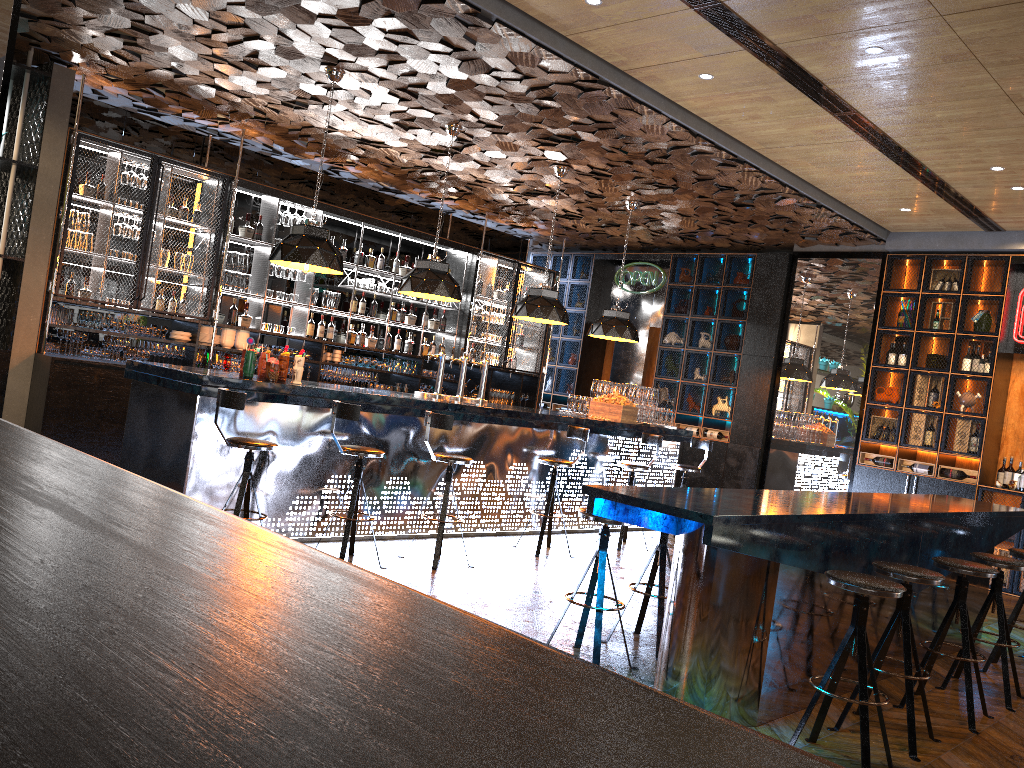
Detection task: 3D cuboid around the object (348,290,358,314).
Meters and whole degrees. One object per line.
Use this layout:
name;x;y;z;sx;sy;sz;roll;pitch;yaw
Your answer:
object;-1.884;-0.972;10.553;0.086;0.299;0.086;8;0;2

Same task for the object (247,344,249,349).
object;-2.869;-0.408;9.643;0.100;0.100;0.089;8;0;-39

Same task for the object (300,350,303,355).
object;-2.386;-0.337;9.967;0.095;0.096;0.095;8;0;44

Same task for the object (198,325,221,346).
object;-3.161;-0.499;9.154;0.300;0.195;0.306;8;0;45

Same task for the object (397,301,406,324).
object;-1.375;-0.891;11.085;0.083;0.282;0.083;8;0;44

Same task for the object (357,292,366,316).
object;-1.802;-0.962;10.676;0.086;0.298;0.086;8;0;2

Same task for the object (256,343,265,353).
object;-2.696;-0.383;9.487;0.100;0.100;0.089;8;0;-42

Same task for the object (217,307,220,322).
object;-3.115;-0.785;9.303;0.086;0.299;0.086;8;0;2

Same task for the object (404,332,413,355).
object;-1.301;-0.513;11.219;0.083;0.282;0.083;8;0;29

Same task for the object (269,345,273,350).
object;-2.689;-0.383;9.812;0.109;0.100;0.109;8;0;27

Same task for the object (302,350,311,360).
object;-2.294;-0.323;9.914;0.095;0.096;0.095;8;0;18

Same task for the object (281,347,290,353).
object;-2.500;-0.355;9.777;0.093;0.099;0.093;8;0;-30

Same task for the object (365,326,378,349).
object;-1.707;-0.570;10.770;0.123;0.279;0.123;8;0;-33

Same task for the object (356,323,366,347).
object;-1.811;-0.587;10.679;0.083;0.282;0.083;8;0;44

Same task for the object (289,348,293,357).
object;-2.474;-0.351;9.887;0.093;0.099;0.093;8;0;15

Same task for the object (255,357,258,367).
object;-2.794;-0.184;9.606;0.084;0.216;0.084;8;0;-34

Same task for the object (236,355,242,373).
object;-2.894;-0.196;9.440;0.082;0.213;0.082;8;0;23

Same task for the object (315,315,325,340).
object;-2.217;-0.655;10.292;0.086;0.298;0.086;8;0;2

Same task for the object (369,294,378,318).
object;-1.679;-0.943;10.766;0.086;0.297;0.086;8;0;2

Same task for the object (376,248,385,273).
object;-1.594;-1.507;10.784;0.086;0.298;0.086;8;0;2

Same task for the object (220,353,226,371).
object;-3.027;-0.216;9.303;0.082;0.213;0.082;8;0;36

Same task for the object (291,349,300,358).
object;-2.397;-0.340;9.818;0.093;0.099;0.093;8;0;-27

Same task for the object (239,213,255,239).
object;-2.822;-1.677;9.443;0.123;0.279;0.123;8;0;32

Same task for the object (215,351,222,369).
object;-3.052;-0.228;9.180;0.073;0.229;0.073;8;0;32

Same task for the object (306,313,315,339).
object;-2.306;-0.667;10.161;0.086;0.299;0.086;8;0;2

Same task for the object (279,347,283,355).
object;-2.577;-0.366;9.852;0.093;0.099;0.093;8;0;31

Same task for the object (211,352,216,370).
object;-3.155;-0.235;9.424;0.082;0.213;0.082;8;0;20

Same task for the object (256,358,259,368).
object;-2.702;-0.170;9.510;0.084;0.216;0.084;8;0;32

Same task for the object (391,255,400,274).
object;-1.430;-1.484;10.949;0.086;0.298;0.086;8;0;2

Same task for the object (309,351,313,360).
object;-2.297;-0.323;10.014;0.095;0.096;0.095;8;0;-22

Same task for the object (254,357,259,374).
object;-2.826;-0.188;9.760;0.084;0.216;0.084;8;0;43

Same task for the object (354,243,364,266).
object;-1.812;-1.532;10.534;0.083;0.282;0.083;8;0;29

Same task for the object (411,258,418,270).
object;-1.219;-1.445;11.163;0.083;0.282;0.083;8;0;44

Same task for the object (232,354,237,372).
object;-2.959;-0.206;9.503;0.082;0.213;0.082;8;0;-14

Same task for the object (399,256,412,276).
object;-1.320;-1.457;11.036;0.123;0.279;0.123;8;0;33

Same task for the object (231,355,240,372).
object;-2.904;-0.198;9.303;0.082;0.213;0.082;8;0;-17

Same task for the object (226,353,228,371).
object;-3.023;-0.215;9.436;0.082;0.213;0.082;8;0;-26

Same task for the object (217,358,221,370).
object;-3.088;-0.225;9.365;0.082;0.213;0.082;8;0;3

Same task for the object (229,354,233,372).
object;-2.963;-0.206;9.367;0.082;0.213;0.082;8;0;20

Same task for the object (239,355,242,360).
object;-2.954;-0.205;9.636;0.082;0.213;0.082;8;0;35

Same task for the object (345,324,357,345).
object;-1.918;-0.585;10.567;0.094;0.248;0.151;8;0;33

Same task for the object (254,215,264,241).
object;-2.727;-1.674;9.567;0.086;0.299;0.086;8;0;2

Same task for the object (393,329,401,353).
object;-1.430;-0.540;11.092;0.086;0.298;0.086;8;0;2

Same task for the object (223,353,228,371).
object;-3.088;-0.225;9.492;0.082;0.213;0.082;8;0;-16

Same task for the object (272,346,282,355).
object;-2.575;-0.366;9.702;0.109;0.100;0.109;8;0;27

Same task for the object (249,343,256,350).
object;-2.783;-0.395;9.560;0.089;0.100;0.100;8;0;16

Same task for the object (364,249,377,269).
object;-1.705;-1.498;10.649;0.151;0.248;0.094;8;0;-43

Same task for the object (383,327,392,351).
object;-1.531;-0.554;10.938;0.086;0.297;0.086;8;0;-13

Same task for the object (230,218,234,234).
object;-2.975;-1.710;9.345;0.086;0.298;0.086;8;0;2

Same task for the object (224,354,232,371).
object;-2.965;-0.207;9.239;0.082;0.213;0.082;8;0;-17

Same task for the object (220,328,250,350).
object;-2.924;-0.475;9.355;0.149;0.216;0.309;8;0;41

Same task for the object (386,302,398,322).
object;-1.483;-0.888;10.973;0.094;0.248;0.151;8;0;33

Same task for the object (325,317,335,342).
object;-2.119;-0.640;10.362;0.086;0.298;0.086;8;0;2

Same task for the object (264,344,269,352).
object;-2.680;-0.380;9.585;0.089;0.100;0.100;8;0;-10

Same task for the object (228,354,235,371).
object;-3.021;-0.215;9.566;0.082;0.213;0.082;8;0;43

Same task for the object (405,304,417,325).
object;-1.271;-0.873;11.176;0.123;0.279;0.123;8;0;-33
